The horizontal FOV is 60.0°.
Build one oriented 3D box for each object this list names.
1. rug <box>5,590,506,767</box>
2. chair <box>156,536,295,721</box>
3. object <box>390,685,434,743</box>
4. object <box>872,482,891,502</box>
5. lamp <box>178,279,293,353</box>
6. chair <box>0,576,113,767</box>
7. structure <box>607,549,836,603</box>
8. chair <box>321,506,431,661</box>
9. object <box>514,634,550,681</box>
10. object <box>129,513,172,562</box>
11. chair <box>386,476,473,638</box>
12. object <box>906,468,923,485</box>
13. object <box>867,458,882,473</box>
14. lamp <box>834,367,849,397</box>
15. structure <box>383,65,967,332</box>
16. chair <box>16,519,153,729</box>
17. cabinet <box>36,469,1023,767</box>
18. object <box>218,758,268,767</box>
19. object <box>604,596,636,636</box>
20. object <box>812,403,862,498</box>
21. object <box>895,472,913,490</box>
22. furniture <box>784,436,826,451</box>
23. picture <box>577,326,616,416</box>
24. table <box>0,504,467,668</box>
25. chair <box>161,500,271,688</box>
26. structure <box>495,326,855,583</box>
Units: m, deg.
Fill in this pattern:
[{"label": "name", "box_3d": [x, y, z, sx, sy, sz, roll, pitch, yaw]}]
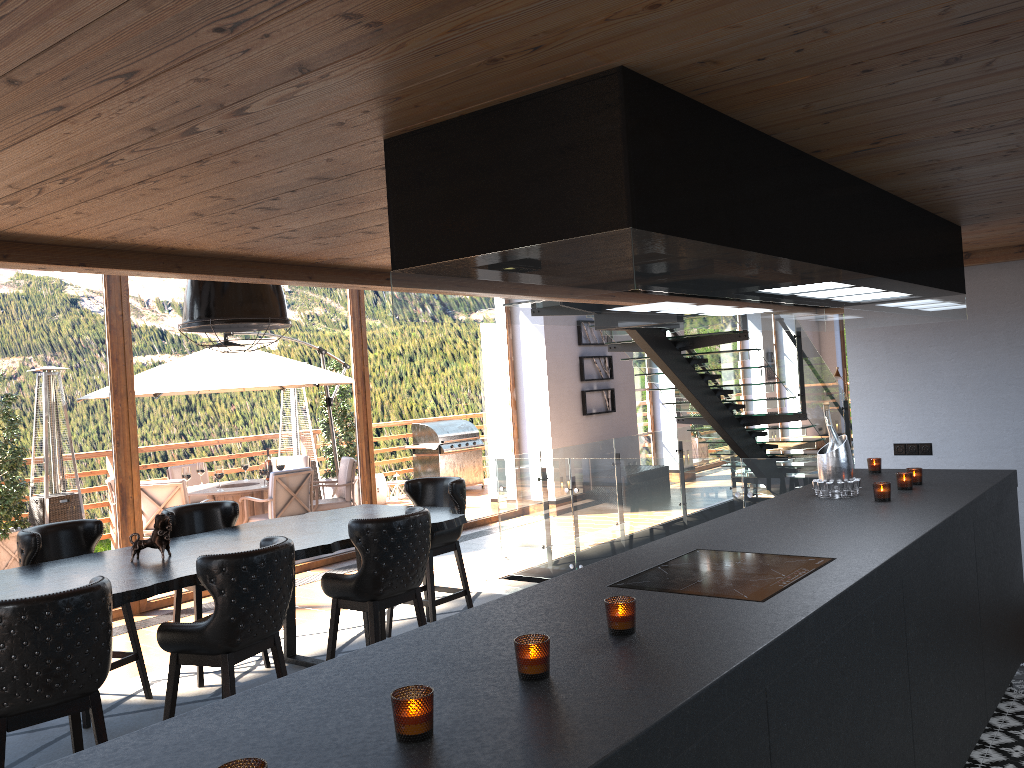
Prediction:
[{"label": "rug", "box_3d": [-1.514, 1.843, 4.950, 2.521, 0.047, 5.699, -4, 0, 38]}, {"label": "chair", "box_3d": [-1.257, 1.278, 4.047, 0.563, 1.092, 0.508, -4, -1, 22]}, {"label": "object", "box_3d": [-0.182, 0.609, 1.636, 0.079, 0.081, 0.079, -4, 0, -7]}, {"label": "object", "box_3d": [1.688, 0.491, 4.042, 0.079, 0.081, 0.079, -4, 0, 3]}, {"label": "lamp", "box_3d": [-1.719, -2.521, 5.105, 0.623, 4.685, 0.619, -4, -1, -7]}, {"label": "chair", "box_3d": [-1.815, 1.323, 3.431, 0.510, 1.092, 0.561, -3, -1, -43]}, {"label": "structure", "box_3d": [0.677, 0.605, 2.812, 0.498, 0.017, 0.618, -4, 0, 38]}, {"label": "chair", "box_3d": [-0.698, 1.243, 4.846, 0.561, 1.092, 0.510, -4, -1, 37]}, {"label": "object", "box_3d": [0.046, 0.595, 1.929, 0.079, 0.081, 0.079, -4, 0, -7]}, {"label": "object", "box_3d": [-1.943, 0.821, 4.769, 0.221, 0.253, 0.116, -4, -1, 0]}, {"label": "chair", "box_3d": [-0.580, 1.237, 6.344, 0.498, 1.092, 0.575, -4, -1, 37]}, {"label": "object", "box_3d": [2.044, 0.469, 4.500, 0.079, 0.081, 0.079, -4, 0, 3]}, {"label": "object", "box_3d": [2.079, 0.468, 5.083, 0.080, 0.081, 0.078, -4, 0, -17]}, {"label": "lamp", "box_3d": [7.022, 0.368, 18.411, 1.337, 1.899, 0.521, -3, -1, -32]}, {"label": "structure", "box_3d": [0.968, -0.477, 3.333, 0.702, 0.476, 3.289, -4, 0, 38]}, {"label": "chair", "box_3d": [-2.517, 1.361, 5.133, 0.563, 1.092, 0.508, -4, -1, 22]}, {"label": "cabinet", "box_3d": [0.948, 1.132, 3.168, 0.878, 1.104, 4.858, -4, 0, 38]}, {"label": "object", "box_3d": [-0.409, 0.623, 1.343, 0.079, 0.081, 0.079, -4, 0, -7]}, {"label": "object", "box_3d": [0.273, 0.580, 2.221, 0.079, 0.081, 0.079, -4, 0, -7]}, {"label": "object", "box_3d": [1.559, 0.314, 4.291, 0.223, 0.452, 0.227, -4, -1, 38]}, {"label": "object", "box_3d": [1.926, 0.477, 4.348, 0.079, 0.081, 0.079, -4, 0, 3]}, {"label": "furniture", "box_3d": [5.015, 1.222, 15.934, 1.161, 0.437, 2.792, -4, 0, 38]}, {"label": "picture", "box_3d": [1.194, -0.235, 12.483, 0.058, 1.312, 0.783, -4, -1, 38]}, {"label": "table", "box_3d": [-1.791, 1.405, 4.734, 1.412, 0.950, 3.842, -4, 0, 38]}, {"label": "chair", "box_3d": [-1.957, 1.335, 5.749, 0.510, 1.092, 0.561, -3, -1, -43]}, {"label": "structure", "box_3d": [0.069, 1.364, 10.113, 9.100, 6.399, 11.158, -4, 0, 38]}]
